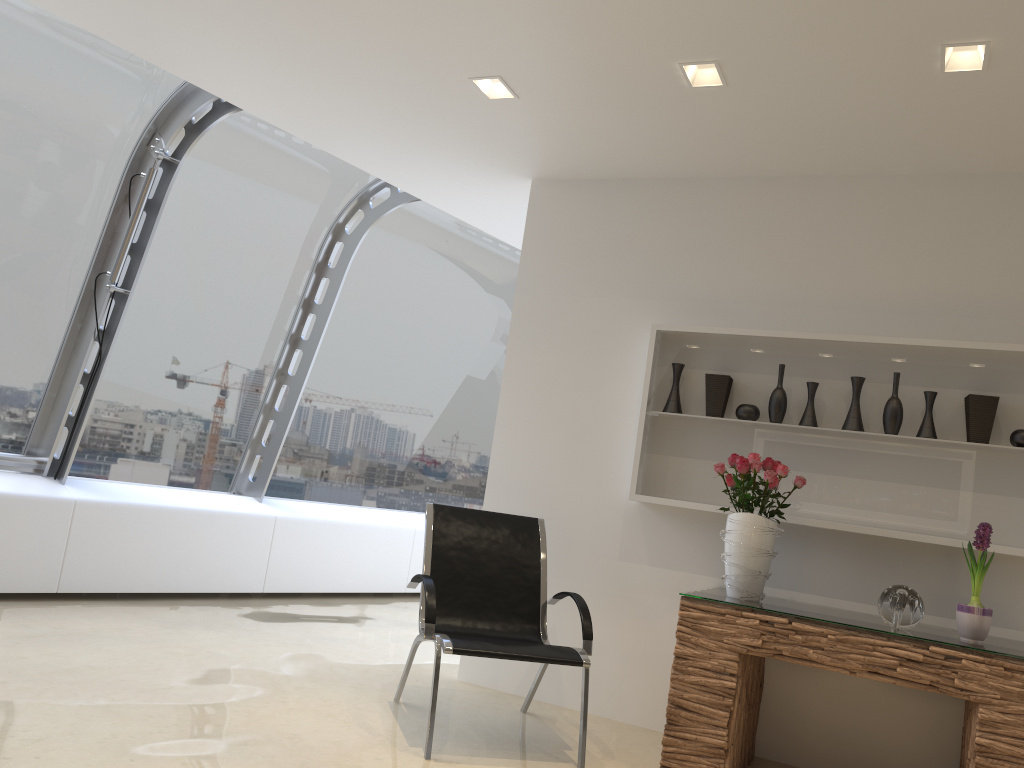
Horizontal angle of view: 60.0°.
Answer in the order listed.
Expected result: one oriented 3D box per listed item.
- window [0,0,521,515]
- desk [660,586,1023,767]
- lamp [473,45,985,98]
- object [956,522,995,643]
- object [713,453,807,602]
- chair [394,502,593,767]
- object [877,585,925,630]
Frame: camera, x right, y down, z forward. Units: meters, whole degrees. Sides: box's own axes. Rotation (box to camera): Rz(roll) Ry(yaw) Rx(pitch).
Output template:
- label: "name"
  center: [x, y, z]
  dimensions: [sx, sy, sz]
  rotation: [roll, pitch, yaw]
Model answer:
- label: "window"
  center: [4.718, 0.768, 3.643]
  dimensions: [16.693, 3.674, 16.171]
  rotation: [4, -8, 31]
- label: "desk"
  center: [1.440, 1.377, 3.738]
  dimensions: [1.436, 0.762, 0.793]
  rotation: [5, -8, 25]
- label: "lamp"
  center: [3.939, -1.016, 2.182]
  dimensions: [9.775, 0.004, 9.928]
  rotation: [5, -8, 26]
- label: "object"
  center: [1.862, 0.789, 3.554]
  dimensions: [0.129, 0.476, 0.129]
  rotation: [10, -7, -14]
- label: "object"
  center: [1.077, 0.636, 3.982]
  dimensions: [0.327, 0.654, 0.350]
  rotation: [2, -10, 45]
- label: "chair"
  center: [-0.080, 1.089, 4.027]
  dimensions: [0.752, 0.972, 0.943]
  rotation: [10, -7, -15]
- label: "object"
  center: [1.573, 0.903, 3.587]
  dimensions: [0.175, 0.179, 0.174]
  rotation: [13, -8, -31]
